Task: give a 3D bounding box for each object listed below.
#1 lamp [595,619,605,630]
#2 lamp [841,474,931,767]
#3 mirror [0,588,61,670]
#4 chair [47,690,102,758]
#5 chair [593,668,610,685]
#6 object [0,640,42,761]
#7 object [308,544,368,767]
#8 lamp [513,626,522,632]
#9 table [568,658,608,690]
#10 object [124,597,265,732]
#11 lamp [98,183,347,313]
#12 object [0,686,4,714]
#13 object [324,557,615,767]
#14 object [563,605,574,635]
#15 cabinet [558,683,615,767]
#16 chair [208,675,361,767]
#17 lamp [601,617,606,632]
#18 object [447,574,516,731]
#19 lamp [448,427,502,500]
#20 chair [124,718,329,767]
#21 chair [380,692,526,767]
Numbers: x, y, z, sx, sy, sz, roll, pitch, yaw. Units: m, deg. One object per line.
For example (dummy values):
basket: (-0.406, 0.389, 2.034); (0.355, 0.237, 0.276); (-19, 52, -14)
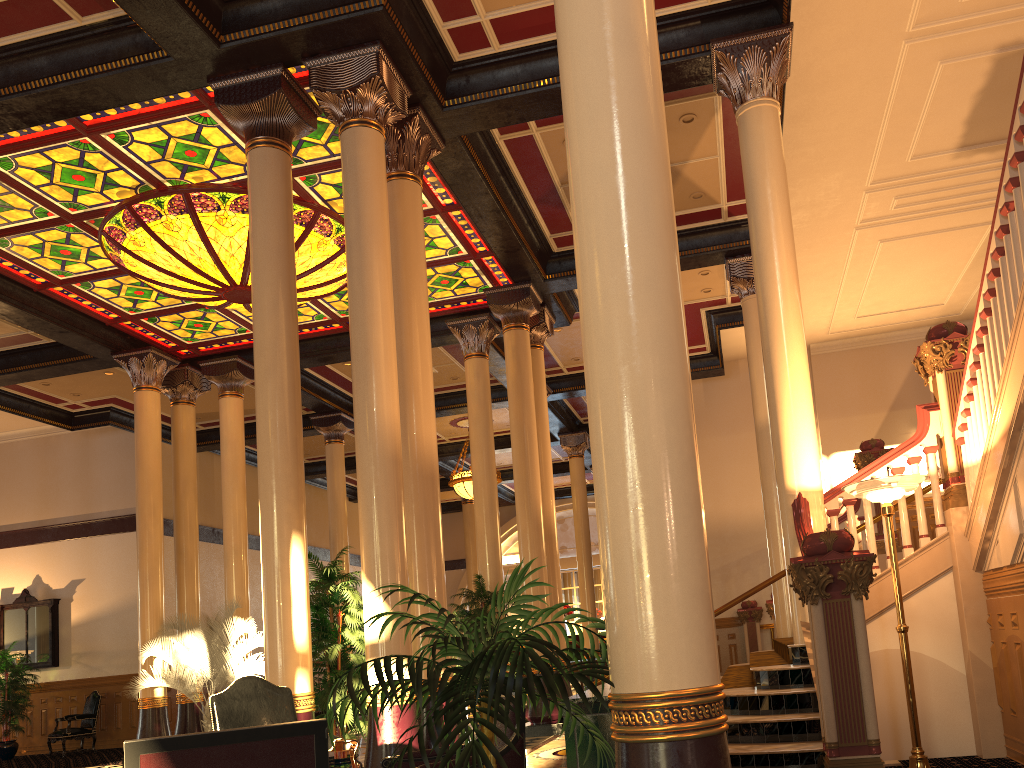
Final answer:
lamp: (0.561, 1.177, 3.956); (0.316, 0.410, 0.331); (-7, -11, 9)
lamp: (2.664, 1.662, 5.937); (0.568, 1.967, 0.605); (-10, -9, 30)
mirror: (-9.282, 4.680, 16.610); (1.369, 1.520, 0.206); (-7, -8, 11)
chair: (-7.776, 6.030, 15.440); (0.723, 1.074, 0.780); (-13, -13, 36)
chair: (1.893, 5.044, 14.890); (0.755, 0.892, 1.002); (-12, -14, 32)
object: (-9.155, 5.731, 15.775); (1.114, 2.103, 1.028); (0, -10, -29)
object: (-1.477, 2.428, 7.403); (1.114, 2.103, 1.028); (0, -10, -29)
lamp: (0.157, 7.470, 26.057); (0.438, 0.433, 0.420); (3, -14, -32)
table: (1.652, 5.591, 16.433); (1.092, 0.754, 1.706); (-8, -16, 12)
object: (-4.124, 4.168, 12.443); (1.798, 2.221, 2.161); (-8, -12, 15)
lamp: (-3.234, -1.332, 10.379); (2.962, 0.587, 3.128); (-8, -17, 10)
object: (-5.588, 3.073, 8.410); (2.051, 2.207, 1.866); (-5, -11, 0)
object: (-0.078, 1.302, 2.984); (1.111, 1.404, 1.036); (-15, -14, 40)
object: (2.135, 0.913, 11.732); (0.674, 4.174, 30.708); (-4, -17, -4)
cabinet: (0.658, 1.899, 4.213); (0.543, 0.843, 1.311); (-7, -14, 13)
chair: (-1.262, 2.173, 4.898); (0.729, 1.074, 0.774); (-10, -12, 27)
lamp: (2.705, 7.084, 25.581); (0.438, 0.433, 0.420); (3, -14, -32)
object: (-0.402, 3.572, 11.436); (1.034, 2.103, 1.108); (-5, -9, 1)
lamp: (-0.834, 1.790, 19.147); (1.180, 1.864, 1.231); (-6, -10, 7)
chair: (-0.999, 1.707, 3.168); (0.697, 0.899, 0.649); (-2, -11, -18)
chair: (-0.293, 1.923, 4.088); (0.657, 0.899, 0.689); (-2, -11, -17)
